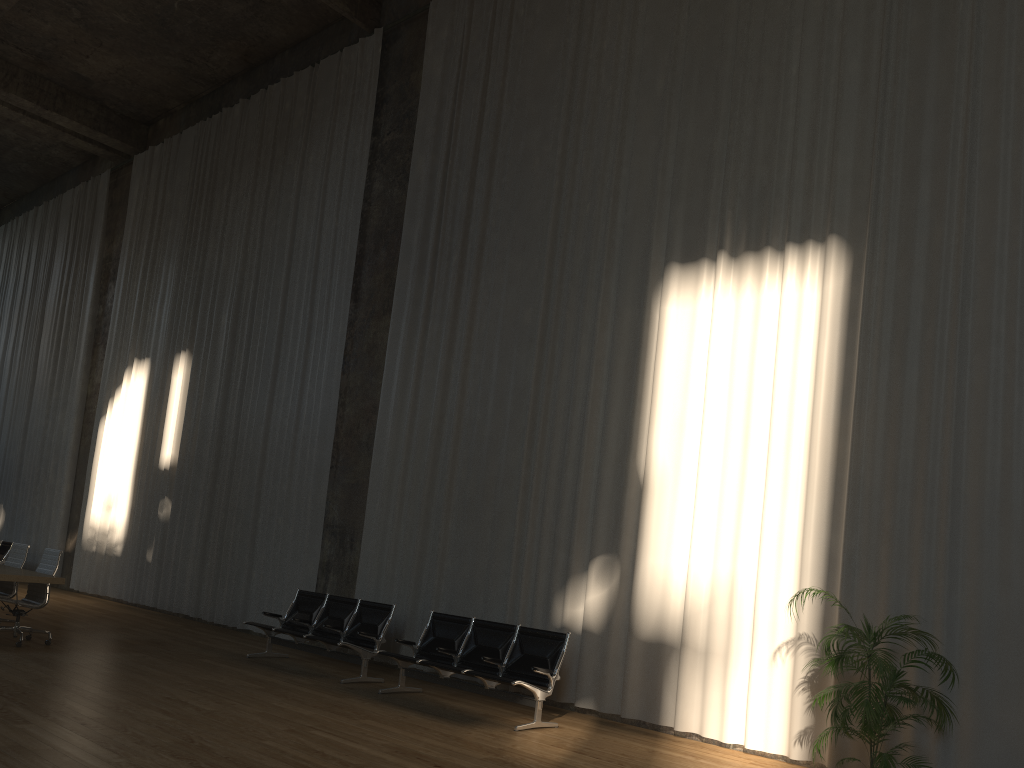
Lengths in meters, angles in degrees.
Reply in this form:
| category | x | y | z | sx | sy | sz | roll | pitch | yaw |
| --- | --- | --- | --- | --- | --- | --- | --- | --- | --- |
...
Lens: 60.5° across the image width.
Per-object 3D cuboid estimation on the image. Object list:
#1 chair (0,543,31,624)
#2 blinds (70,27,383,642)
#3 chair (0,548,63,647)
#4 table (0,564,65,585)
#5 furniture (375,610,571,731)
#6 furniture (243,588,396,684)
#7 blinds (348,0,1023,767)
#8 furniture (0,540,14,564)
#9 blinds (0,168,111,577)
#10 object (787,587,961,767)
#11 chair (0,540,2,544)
| category | x | y | z | sx | sy | sz | roll | pitch | yaw |
| --- | --- | --- | --- | --- | --- | --- | --- | --- | --- |
| chair | -5.915 | 2.291 | 9.949 | 0.709 | 1.011 | 0.665 | 13 | -9 | -43 |
| blinds | -5.138 | -0.548 | 14.570 | 7.826 | 8.531 | 0.278 | -1 | -9 | 44 |
| chair | -7.140 | 1.589 | 7.258 | 31.483 | 1.017 | 13.178 | -5 | -16 | 42 |
| table | -7.956 | 2.398 | 10.884 | 7.709 | 0.748 | 1.629 | -5 | -15 | 42 |
| furniture | -0.424 | 2.610 | 8.184 | 1.870 | 0.831 | 0.720 | -4 | -12 | 42 |
| furniture | -2.195 | 2.757 | 9.787 | 1.870 | 0.831 | 0.720 | -4 | -12 | 42 |
| blinds | 1.272 | -1.080 | 8.769 | 7.826 | 8.531 | 0.278 | -1 | -9 | 44 |
| furniture | -10.555 | 3.435 | 17.278 | 1.870 | 0.831 | 0.720 | -4 | -12 | 42 |
| blinds | -11.567 | -0.014 | 20.389 | 7.822 | 8.532 | 0.278 | -1 | -8 | 42 |
| object | 2.461 | 2.178 | 6.105 | 1.126 | 1.437 | 1.111 | 1 | -9 | 33 |
| chair | -6.597 | 2.347 | 10.564 | 0.709 | 1.011 | 0.666 | 13 | -9 | -41 |
